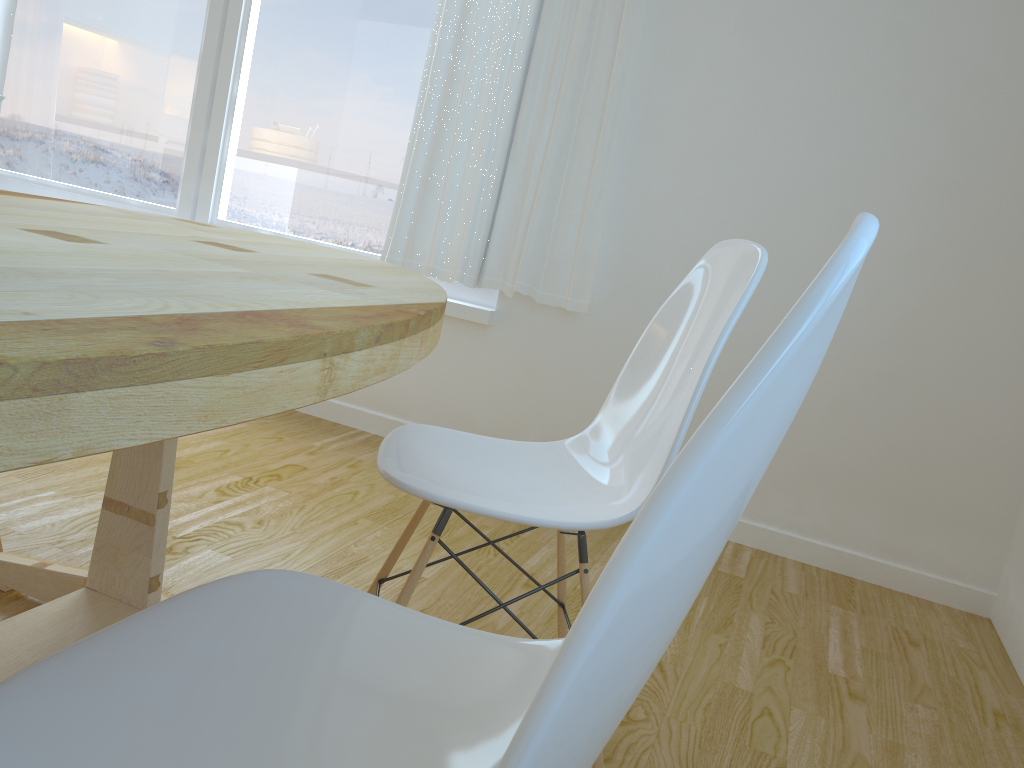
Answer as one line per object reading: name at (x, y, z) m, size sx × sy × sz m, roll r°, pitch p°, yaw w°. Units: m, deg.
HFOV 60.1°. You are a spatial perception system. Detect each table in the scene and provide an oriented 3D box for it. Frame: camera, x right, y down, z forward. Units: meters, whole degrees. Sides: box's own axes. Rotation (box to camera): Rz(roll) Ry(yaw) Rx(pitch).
table at (-0.825, 0.172, 0.910) m, size 1.198 × 0.719 × 2.200 m, roll 14°, pitch 10°, yaw 16°

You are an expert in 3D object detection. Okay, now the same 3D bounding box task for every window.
window at (-1.092, -1.525, 3.488) m, size 2.739 × 1.904 × 0.088 m, roll 14°, pitch 7°, yaw 18°

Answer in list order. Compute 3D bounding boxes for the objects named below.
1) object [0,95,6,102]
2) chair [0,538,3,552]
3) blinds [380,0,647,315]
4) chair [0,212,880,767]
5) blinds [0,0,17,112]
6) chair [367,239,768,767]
object at (-0.615, -0.279, 0.916) m, size 0.151 × 0.086 × 0.153 m, roll 3°, pitch 13°, yaw -43°
chair at (-1.263, -0.156, 1.732) m, size 0.528 × 0.895 × 0.429 m, roll 17°, pitch 9°, yaw 38°
blinds at (0.093, -1.359, 2.870) m, size 0.798 × 2.144 × 0.150 m, roll 14°, pitch 7°, yaw 19°
chair at (-0.117, 0.274, 0.652) m, size 0.525 × 0.895 × 0.431 m, roll 14°, pitch 8°, yaw 18°
blinds at (-2.365, -2.010, 3.707) m, size 0.798 × 2.144 × 0.150 m, roll 14°, pitch 7°, yaw 18°
chair at (0.021, 0.165, 1.400) m, size 0.522 × 0.895 × 0.434 m, roll 11°, pitch 7°, yaw -7°
